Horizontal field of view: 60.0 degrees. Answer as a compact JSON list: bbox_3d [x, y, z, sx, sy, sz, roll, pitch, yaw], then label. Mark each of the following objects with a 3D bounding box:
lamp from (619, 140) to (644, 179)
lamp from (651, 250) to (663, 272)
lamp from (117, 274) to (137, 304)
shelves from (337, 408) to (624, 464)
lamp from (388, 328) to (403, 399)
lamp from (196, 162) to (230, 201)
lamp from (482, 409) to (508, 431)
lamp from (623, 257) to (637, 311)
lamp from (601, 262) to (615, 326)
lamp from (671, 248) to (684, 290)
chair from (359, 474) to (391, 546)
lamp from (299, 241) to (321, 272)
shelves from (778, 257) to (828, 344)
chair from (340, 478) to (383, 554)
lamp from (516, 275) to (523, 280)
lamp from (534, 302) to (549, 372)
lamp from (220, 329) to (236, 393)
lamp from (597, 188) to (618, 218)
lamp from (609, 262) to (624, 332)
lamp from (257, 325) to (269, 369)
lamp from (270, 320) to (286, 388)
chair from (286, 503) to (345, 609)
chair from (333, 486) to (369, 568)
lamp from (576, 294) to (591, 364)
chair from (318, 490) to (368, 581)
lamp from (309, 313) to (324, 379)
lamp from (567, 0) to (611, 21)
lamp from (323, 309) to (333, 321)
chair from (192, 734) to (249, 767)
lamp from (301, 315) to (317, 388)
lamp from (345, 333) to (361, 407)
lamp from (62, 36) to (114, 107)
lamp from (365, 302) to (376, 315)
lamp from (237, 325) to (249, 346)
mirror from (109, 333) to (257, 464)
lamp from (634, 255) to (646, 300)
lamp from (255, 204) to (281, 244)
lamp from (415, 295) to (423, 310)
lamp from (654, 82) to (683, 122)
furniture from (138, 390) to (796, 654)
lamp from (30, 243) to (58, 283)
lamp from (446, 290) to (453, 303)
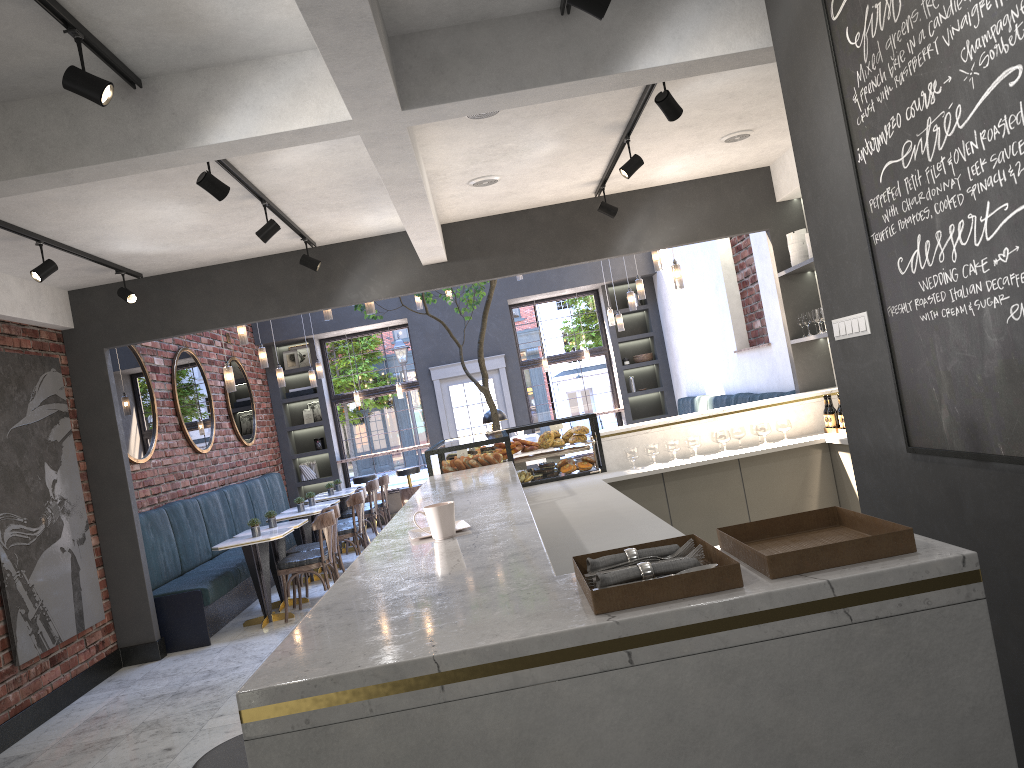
[{"bbox_3d":[0.726,-1.380,5.449,0.157,0.235,0.087,-10,-1,-7],"label":"lamp"},{"bbox_3d":[1.042,-3.108,8.547,0.078,4.104,0.078,-10,-1,-17],"label":"lamp"},{"bbox_3d":[-2.850,-0.698,6.549,0.157,0.235,0.087,-11,-1,39],"label":"lamp"},{"bbox_3d":[-0.473,0.788,13.563,4.403,0.043,0.384,-10,-1,-1],"label":"shelves"},{"bbox_3d":[-1.826,-0.483,13.548,0.078,1.429,0.078,-10,-1,-39],"label":"lamp"},{"bbox_3d":[-1.455,-1.006,4.297,0.088,0.238,0.157,-11,-1,38],"label":"lamp"},{"bbox_3d":[-0.986,-0.889,6.440,4.180,3.256,8.841,-10,-1,-18],"label":"lamp"},{"bbox_3d":[1.036,-2.872,10.311,0.078,4.104,0.078,-10,-1,-39],"label":"lamp"},{"bbox_3d":[0.998,-2.813,12.086,0.078,4.104,0.078,-10,-1,-17],"label":"lamp"},{"bbox_3d":[1.108,-2.855,7.844,0.078,4.104,0.078,-10,-1,-17],"label":"lamp"},{"bbox_3d":[-1.841,1.676,11.890,0.521,0.851,0.497,-10,-1,-3],"label":"chair"},{"bbox_3d":[-1.507,-0.946,6.587,0.157,0.238,0.087,-10,-1,-7],"label":"lamp"},{"bbox_3d":[2.384,-0.680,5.358,0.300,0.580,3.601,-10,-1,-2],"label":"shelves"},{"bbox_3d":[-1.895,1.674,11.309,0.521,0.851,0.538,-10,-1,0],"label":"chair"},{"bbox_3d":[-0.269,-3.362,11.442,0.078,4.104,0.078,-10,-1,-17],"label":"lamp"},{"bbox_3d":[0.403,-0.891,13.606,0.078,1.429,0.078,-10,-1,-39],"label":"lamp"},{"bbox_3d":[-2.792,-1.951,7.687,0.078,4.104,0.078,-10,-1,-17],"label":"lamp"},{"bbox_3d":[0.710,-1.351,6.644,0.157,0.235,0.087,-10,-1,-7],"label":"lamp"},{"bbox_3d":[1.037,-2.699,11.420,0.078,4.104,0.078,-10,-1,-17],"label":"lamp"},{"bbox_3d":[-3.020,-2.192,9.534,0.078,4.104,0.078,-10,-1,6],"label":"lamp"},{"bbox_3d":[-2.999,-1.984,10.175,0.078,4.104,0.078,-10,-1,6],"label":"lamp"},{"bbox_3d":[-1.820,1.595,8.329,0.521,0.851,0.538,-10,-1,0],"label":"chair"},{"bbox_3d":[-1.865,1.643,10.161,0.521,0.851,0.539,-10,-1,-8],"label":"chair"},{"bbox_3d":[1.049,-1.010,13.623,0.078,1.429,0.078,-11,-1,28],"label":"lamp"},{"bbox_3d":[-1.788,1.615,9.532,0.521,0.851,0.538,-10,-1,0],"label":"chair"},{"bbox_3d":[-2.936,-2.093,11.933,0.078,4.104,0.078,-10,-1,-17],"label":"lamp"},{"bbox_3d":[0.255,-1.347,3.005,0.157,0.235,0.087,-10,-1,-7],"label":"lamp"},{"bbox_3d":[-2.139,-2.638,8.580,0.078,4.104,0.078,-11,-1,28],"label":"lamp"},{"bbox_3d":[-0.472,1.227,2.019,0.371,0.821,0.371,-11,-1,29],"label":"chair"},{"bbox_3d":[-2.899,-1.977,11.358,0.078,4.104,0.078,-10,-1,-17],"label":"lamp"},{"bbox_3d":[-2.472,-0.364,13.531,0.078,1.429,0.078,-11,-1,28],"label":"lamp"},{"bbox_3d":[-1.423,-1.041,2.962,0.157,0.238,0.087,-10,-1,-7],"label":"lamp"},{"bbox_3d":[-1.593,-2.628,7.726,0.078,4.104,0.078,-11,-1,28],"label":"lamp"},{"bbox_3d":[-2.891,-2.388,8.378,0.078,4.104,0.078,-10,-1,-17],"label":"lamp"},{"bbox_3d":[-3.533,0.025,9.813,0.036,1.510,4.774,-10,-1,-2],"label":"mirror"},{"bbox_3d":[1.043,-2.936,9.640,0.078,4.104,0.078,-10,-1,-39],"label":"lamp"},{"bbox_3d":[-1.491,-0.975,5.392,0.157,0.238,0.087,-10,-1,-7],"label":"lamp"},{"bbox_3d":[-1.544,-2.974,11.352,0.078,4.104,0.078,-10,-1,-17],"label":"lamp"},{"bbox_3d":[0.762,-1.411,4.354,0.088,0.235,0.157,-11,-1,38],"label":"lamp"},{"bbox_3d":[-0.296,1.199,9.915,6.021,1.151,5.342,-10,-1,-1],"label":"furniture"},{"bbox_3d":[-2.832,-0.730,5.352,0.088,0.238,0.157,-11,-1,38],"label":"lamp"},{"bbox_3d":[-1.201,-3.116,11.990,0.078,4.104,0.078,-10,-1,-17],"label":"lamp"}]
